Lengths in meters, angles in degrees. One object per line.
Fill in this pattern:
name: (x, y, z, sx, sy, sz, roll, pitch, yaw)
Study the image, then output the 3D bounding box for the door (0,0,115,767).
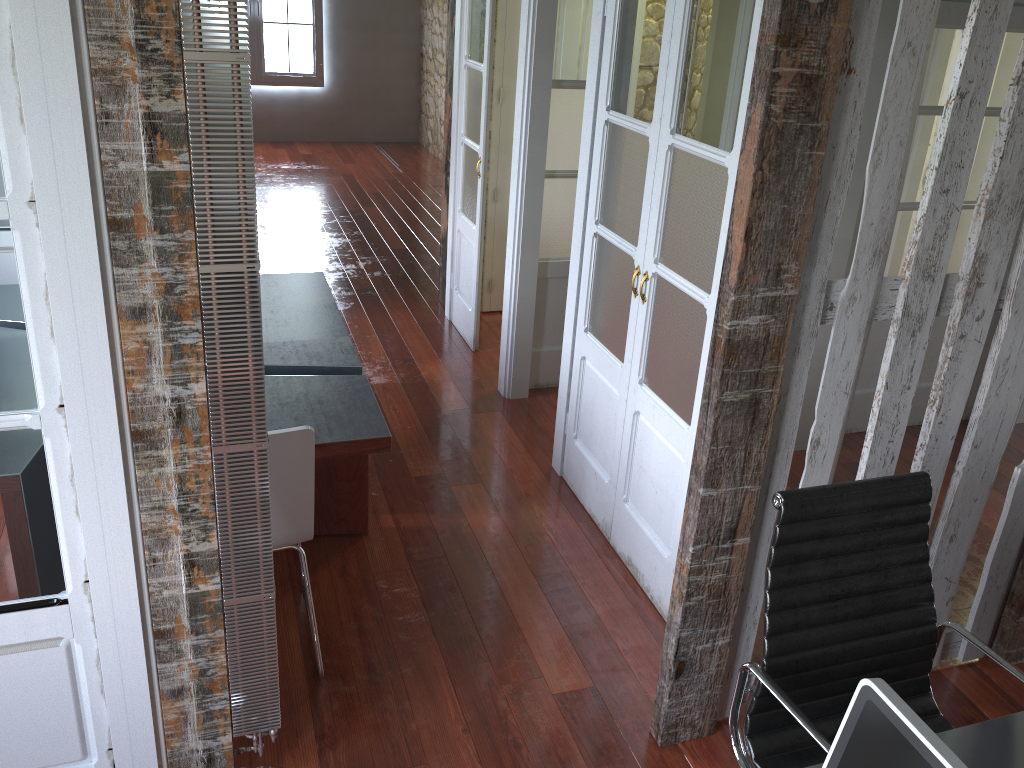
door: (-1.402, 0.172, 1.663, 1.161, 2.139, 0.041, -4, 24, -19)

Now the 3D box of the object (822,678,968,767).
object: (0.528, 0.703, 1.053, 0.190, 0.476, 0.493, -4, 25, -18)

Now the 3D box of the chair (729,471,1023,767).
chair: (0.825, 0.807, 1.964, 0.667, 1.003, 0.711, -7, 25, -23)

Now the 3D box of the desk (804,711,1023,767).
desk: (1.348, 1.252, 1.401, 2.510, 0.714, 1.325, -5, 25, -18)

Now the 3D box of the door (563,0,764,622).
door: (0.469, -0.361, 3.098, 0.041, 2.137, 1.077, -4, 24, -18)

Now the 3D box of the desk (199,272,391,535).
desk: (-1.361, 0.162, 3.487, 1.447, 0.641, 1.745, -5, 26, -18)

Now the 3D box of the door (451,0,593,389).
door: (-0.074, -1.138, 4.727, 0.486, 2.140, 1.201, -17, 31, -41)

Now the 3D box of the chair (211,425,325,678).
chair: (-0.841, 0.426, 2.684, 0.475, 0.901, 0.613, -4, 24, -18)

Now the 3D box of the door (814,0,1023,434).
door: (1.995, -0.720, 4.224, 1.078, 2.046, 0.041, -4, 24, -19)

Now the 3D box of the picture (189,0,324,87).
picture: (-2.988, -4.472, 10.233, 1.581, 1.950, 0.129, -4, 24, -19)

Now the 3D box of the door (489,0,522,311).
door: (0.316, -1.525, 5.559, 0.869, 2.175, 0.148, -4, 24, -19)

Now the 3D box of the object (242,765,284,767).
object: (-0.589, 1.079, 2.110, 0.222, 0.376, 0.238, -15, 30, -38)
